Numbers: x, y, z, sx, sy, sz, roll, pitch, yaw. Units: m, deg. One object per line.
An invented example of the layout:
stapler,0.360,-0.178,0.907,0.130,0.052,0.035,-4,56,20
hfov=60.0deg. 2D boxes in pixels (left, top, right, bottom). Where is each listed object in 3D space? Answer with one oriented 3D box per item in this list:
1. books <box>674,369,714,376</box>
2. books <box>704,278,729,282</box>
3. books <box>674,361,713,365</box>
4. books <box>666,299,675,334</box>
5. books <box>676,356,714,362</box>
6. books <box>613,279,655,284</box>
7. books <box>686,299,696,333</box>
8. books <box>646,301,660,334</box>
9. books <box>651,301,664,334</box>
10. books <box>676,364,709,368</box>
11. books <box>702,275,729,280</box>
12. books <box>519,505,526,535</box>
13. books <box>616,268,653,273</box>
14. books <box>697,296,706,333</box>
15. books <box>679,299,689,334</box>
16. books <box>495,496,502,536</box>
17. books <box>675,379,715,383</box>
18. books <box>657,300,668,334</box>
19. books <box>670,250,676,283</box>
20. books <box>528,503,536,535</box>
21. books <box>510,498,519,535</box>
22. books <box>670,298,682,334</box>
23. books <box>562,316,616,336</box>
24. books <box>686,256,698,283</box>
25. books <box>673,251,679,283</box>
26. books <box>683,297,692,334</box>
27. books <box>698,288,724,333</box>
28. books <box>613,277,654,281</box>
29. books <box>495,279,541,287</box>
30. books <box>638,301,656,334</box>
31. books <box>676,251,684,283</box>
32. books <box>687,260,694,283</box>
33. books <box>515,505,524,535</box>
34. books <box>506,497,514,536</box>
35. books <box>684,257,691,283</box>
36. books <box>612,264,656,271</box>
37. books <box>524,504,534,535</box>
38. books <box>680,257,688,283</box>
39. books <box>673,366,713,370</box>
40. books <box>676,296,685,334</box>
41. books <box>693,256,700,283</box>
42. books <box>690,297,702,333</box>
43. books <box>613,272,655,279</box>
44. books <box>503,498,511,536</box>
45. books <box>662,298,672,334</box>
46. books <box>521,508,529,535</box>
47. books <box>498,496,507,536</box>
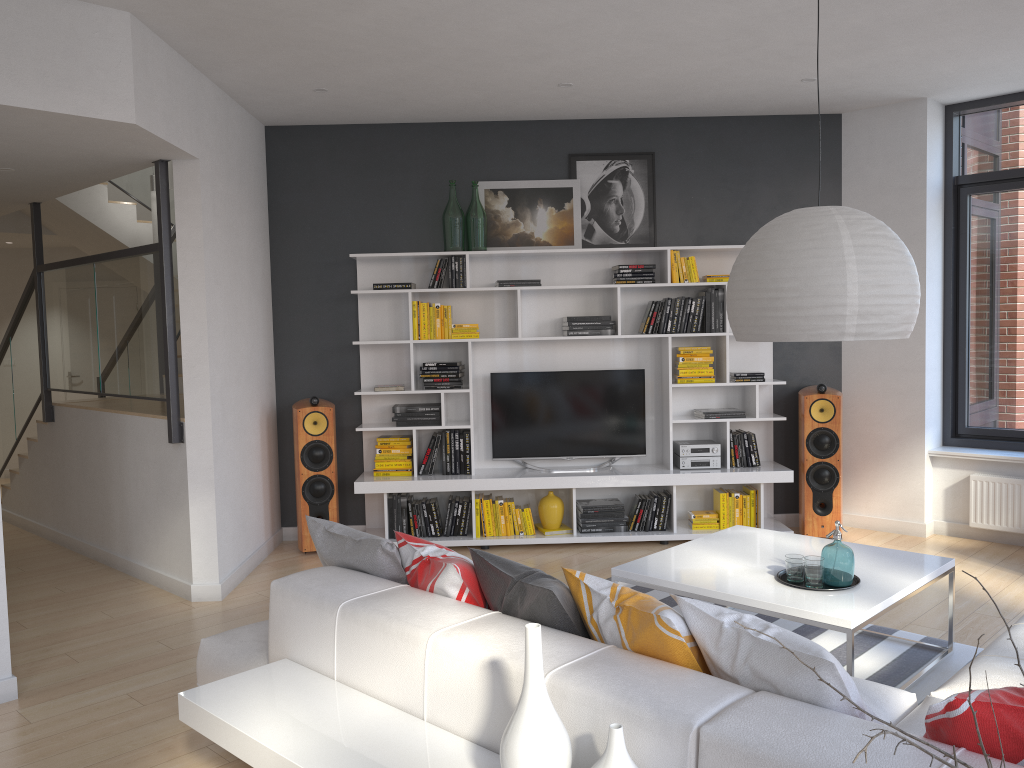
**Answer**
books,1.295,-0.086,6.324,0.243,0.042,0.189,-1,4,-1
books,1.491,-0.728,6.256,0.257,0.028,0.194,-1,4,4
books,1.294,-0.153,6.330,0.239,0.019,0.171,-1,4,-1
books,1.103,-0.474,6.265,0.068,0.243,0.179,-2,4,-2
books,1.304,-0.179,6.327,0.239,0.033,0.176,-1,4,2
books,0.858,-0.715,6.266,0.284,0.030,0.214,-1,4,3
books,1.245,-0.479,6.257,0.071,0.243,0.179,-1,4,-2
books,0.988,-0.468,6.270,0.096,0.234,0.187,-1,4,0
books,1.019,-0.468,6.257,0.081,0.233,0.169,-1,4,-2
books,1.283,-0.131,6.314,0.217,0.023,0.145,-1,4,3
books,1.487,-0.754,6.262,0.257,0.024,0.203,-1,4,2
books,0.073,0.955,6.223,0.046,0.187,0.134,-1,4,-1
books,0.861,-0.794,6.258,0.246,0.026,0.180,-1,4,2
books,1.317,-0.489,6.270,0.066,0.260,0.197,-1,4,-1
books,1.197,-0.474,6.244,0.069,0.242,0.172,-1,4,0
books,-0.094,0.926,6.230,0.041,0.252,0.180,-1,4,-1
books,1.299,-0.027,6.314,0.257,0.028,0.194,-1,4,4
books,1.054,-0.471,6.245,0.069,0.242,0.172,-1,4,0
books,1.110,-0.816,6.202,0.041,0.229,0.161,-2,4,-2
books,0.141,0.949,6.235,0.046,0.193,0.149,-1,4,0
books,0.018,0.930,6.251,0.056,0.235,0.172,-1,4,-2
books,1.140,-0.480,6.270,0.084,0.249,0.191,-1,4,-1
books,0.541,-0.412,6.297,0.343,0.137,0.277,-2,4,-6
books,1.257,-0.798,6.207,0.064,0.184,0.141,-1,4,0
books,1.132,-0.816,6.221,0.041,0.224,0.163,-2,4,-2
books,1.219,-0.484,6.270,0.075,0.254,0.192,-1,4,-2
books,1.413,-0.519,6.297,0.128,0.321,0.259,-1,4,-1
books,0.856,-0.740,6.268,0.264,0.020,0.189,-2,4,-2
books,0.039,-0.703,6.251,0.310,0.047,0.250,-2,4,-5
books,0.954,-0.467,6.265,0.104,0.234,0.182,-1,4,-1
books,1.163,-0.817,6.230,0.054,0.224,0.164,-1,4,-2
books,1.233,-0.784,6.193,0.046,0.161,0.108,-1,4,-2
books,0.052,0.954,6.230,0.056,0.188,0.138,-1,4,-1
books,-0.013,0.931,6.242,0.043,0.235,0.171,-2,4,-2
books,1.215,-0.793,6.203,0.044,0.178,0.128,-1,4,-1
books,0.858,-0.821,6.267,0.266,0.030,0.209,-2,4,-7
books,0.117,0.950,6.226,0.067,0.193,0.148,-1,4,0
books,1.195,-0.794,6.210,0.054,0.180,0.132,-1,4,-1
books,1.292,-0.115,6.335,0.251,0.014,0.189,-1,4,2
books,1.174,-0.486,6.271,0.066,0.260,0.197,-1,4,-1
books,1.280,-0.799,6.215,0.044,0.184,0.142,-1,4,0
books,1.283,-0.484,6.269,0.084,0.249,0.191,-1,4,-1
books,0.858,-0.767,6.286,0.284,0.030,0.214,-1,4,3
books,-0.037,0.931,6.222,0.043,0.240,0.169,-2,4,-2
books,1.076,-0.481,6.271,0.075,0.254,0.192,-1,4,-2
books,0.093,0.965,6.212,0.049,0.169,0.113,-1,4,-2
books,-0.069,0.925,6.241,0.055,0.252,0.185,-2,4,-2
